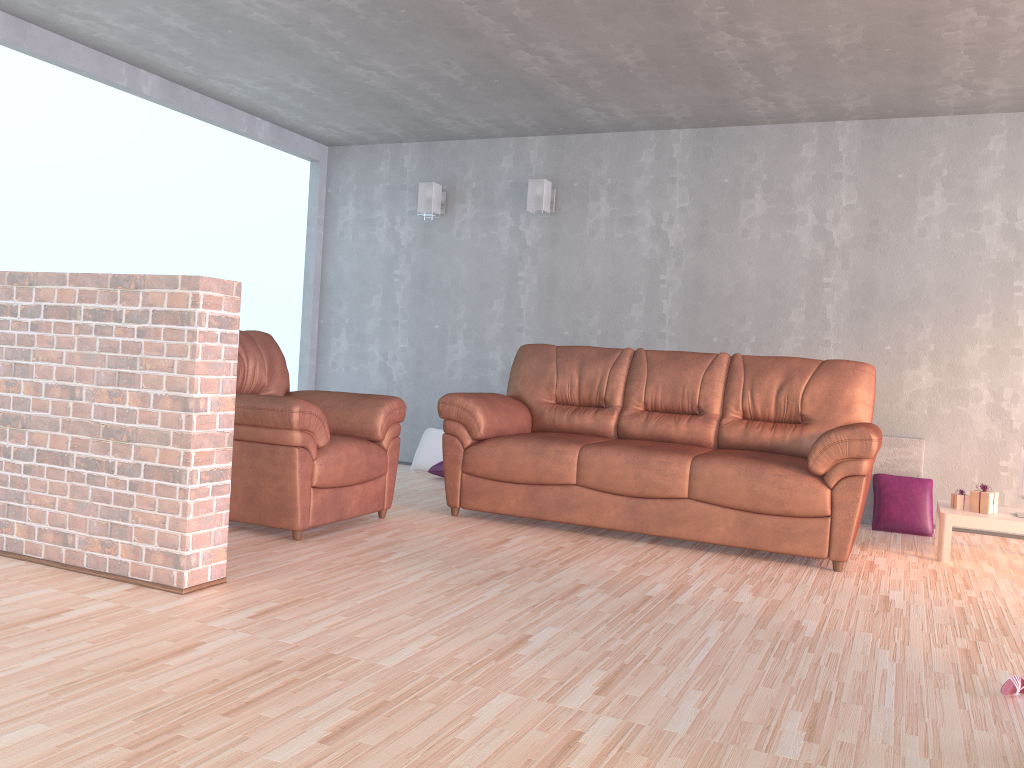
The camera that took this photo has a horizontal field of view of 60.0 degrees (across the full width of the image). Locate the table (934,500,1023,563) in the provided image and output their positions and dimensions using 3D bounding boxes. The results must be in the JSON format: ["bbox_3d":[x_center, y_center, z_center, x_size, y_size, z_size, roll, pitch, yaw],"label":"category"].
[{"bbox_3d":[2.430,0.764,4.437,0.548,0.241,0.548,4,2,24],"label":"table"}]

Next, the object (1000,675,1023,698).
[{"bbox_3d":[1.428,0.838,2.455,0.192,0.066,0.078,3,2,-30],"label":"object"}]

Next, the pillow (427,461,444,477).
[{"bbox_3d":[-0.342,0.593,6.172,0.392,0.130,0.365,5,2,44],"label":"pillow"}]

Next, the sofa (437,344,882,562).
[{"bbox_3d":[0.776,0.265,4.711,2.202,0.923,0.981,4,2,24],"label":"sofa"}]

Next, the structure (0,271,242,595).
[{"bbox_3d":[-1.660,0.124,3.305,1.422,1.057,0.211,4,2,24],"label":"structure"}]

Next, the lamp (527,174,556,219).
[{"bbox_3d":[0.201,-1.320,6.274,0.165,0.319,0.177,4,2,24],"label":"lamp"}]

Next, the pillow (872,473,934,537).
[{"bbox_3d":[2.267,0.702,5.148,0.327,0.326,0.241,4,1,18],"label":"pillow"}]

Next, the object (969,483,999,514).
[{"bbox_3d":[2.342,0.566,4.399,0.102,0.147,0.099,3,2,-37],"label":"object"}]

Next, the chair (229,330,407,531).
[{"bbox_3d":[-1.145,0.176,4.354,0.936,0.879,0.970,4,2,23],"label":"chair"}]

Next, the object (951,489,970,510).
[{"bbox_3d":[2.307,0.585,4.493,0.152,0.105,0.080,3,1,-7],"label":"object"}]

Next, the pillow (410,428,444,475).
[{"bbox_3d":[-0.546,0.493,6.430,0.327,0.326,0.241,4,2,28],"label":"pillow"}]

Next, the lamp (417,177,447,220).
[{"bbox_3d":[-0.606,-1.380,6.629,0.165,0.319,0.168,4,2,24],"label":"lamp"}]

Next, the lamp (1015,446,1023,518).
[{"bbox_3d":[2.561,0.470,4.337,0.140,0.376,0.140,4,2,24],"label":"lamp"}]
